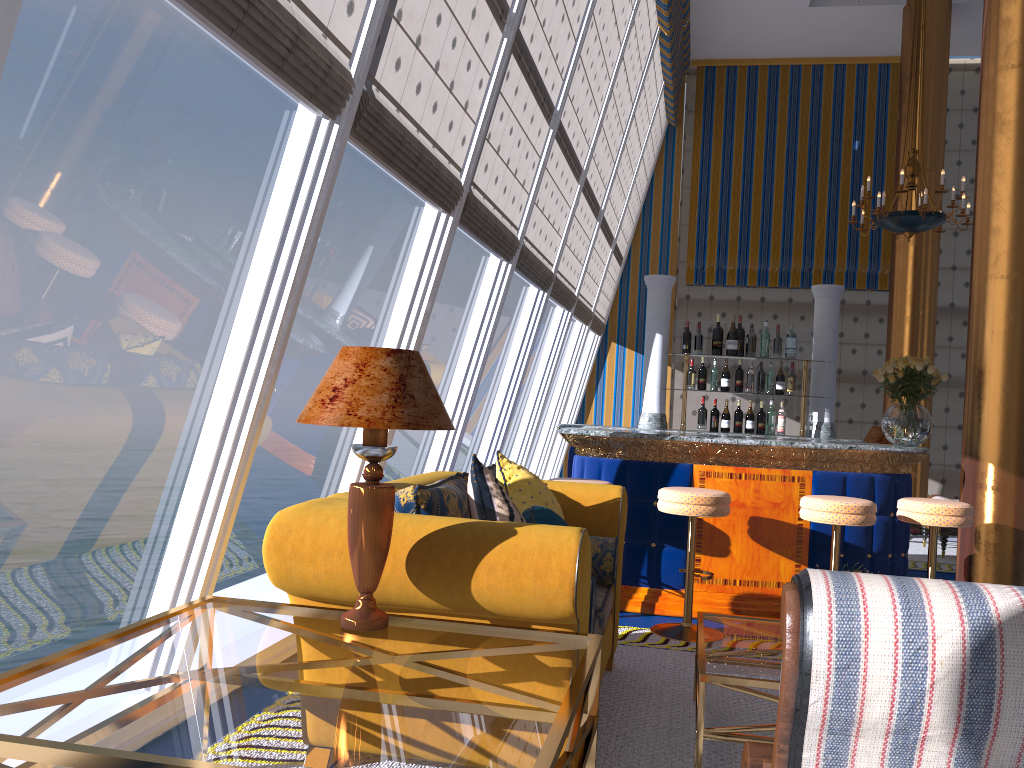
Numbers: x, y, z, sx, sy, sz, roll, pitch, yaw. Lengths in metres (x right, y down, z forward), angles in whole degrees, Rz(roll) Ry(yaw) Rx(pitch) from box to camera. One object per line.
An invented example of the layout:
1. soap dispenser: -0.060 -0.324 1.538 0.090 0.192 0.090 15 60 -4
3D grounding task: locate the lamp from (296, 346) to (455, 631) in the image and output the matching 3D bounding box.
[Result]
1. lamp: -0.394 0.293 2.516 0.442 0.783 0.450 3 -1 26

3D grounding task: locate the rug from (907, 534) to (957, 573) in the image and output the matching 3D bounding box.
1. rug: 3.365 1.568 9.117 6.233 0.011 3.608 3 -1 10

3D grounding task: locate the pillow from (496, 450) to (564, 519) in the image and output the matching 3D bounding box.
1. pillow: 0.078 0.584 3.785 0.326 0.583 0.582 3 -1 31

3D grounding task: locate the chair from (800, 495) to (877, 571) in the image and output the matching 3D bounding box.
1. chair: 1.739 1.003 4.783 0.402 0.782 0.394 3 -1 -30

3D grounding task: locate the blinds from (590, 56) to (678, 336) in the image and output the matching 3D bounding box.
1. blinds: 1.572 -2.332 11.232 0.871 3.394 1.371 3 -1 11

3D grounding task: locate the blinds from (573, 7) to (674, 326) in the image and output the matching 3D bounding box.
1. blinds: 1.274 -2.377 9.772 0.871 3.394 1.371 3 -1 11

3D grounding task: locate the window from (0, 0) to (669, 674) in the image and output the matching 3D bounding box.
1. window: -0.128 -1.642 4.619 1.612 5.855 15.529 3 -1 12

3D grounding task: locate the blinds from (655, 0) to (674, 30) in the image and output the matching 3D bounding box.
1. blinds: 1.420 -3.933 8.059 0.337 0.830 1.530 3 -1 12

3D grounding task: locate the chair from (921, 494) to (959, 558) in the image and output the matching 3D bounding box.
1. chair: 4.271 1.099 8.177 0.781 0.966 0.797 3 -1 11

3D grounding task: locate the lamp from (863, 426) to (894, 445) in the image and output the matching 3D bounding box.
1. lamp: 3.891 0.838 9.337 0.447 0.783 0.445 3 -1 -4

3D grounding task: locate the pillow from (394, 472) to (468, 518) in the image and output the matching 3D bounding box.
1. pillow: -0.291 0.611 3.231 0.245 0.549 0.610 3 -1 9

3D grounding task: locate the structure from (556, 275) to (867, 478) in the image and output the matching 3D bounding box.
1. structure: 1.483 0.322 6.606 2.310 2.196 0.770 3 -1 2

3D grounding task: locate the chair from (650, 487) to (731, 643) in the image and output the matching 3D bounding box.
1. chair: 0.972 0.963 4.828 0.402 0.782 0.394 4 -1 -41

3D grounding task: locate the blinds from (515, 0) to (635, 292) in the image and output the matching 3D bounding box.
1. blinds: 0.669 -2.468 6.807 0.871 3.394 1.371 3 -1 11

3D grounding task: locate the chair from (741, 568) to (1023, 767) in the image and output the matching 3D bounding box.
1. chair: 0.816 0.782 1.520 0.790 0.966 0.787 3 -1 11

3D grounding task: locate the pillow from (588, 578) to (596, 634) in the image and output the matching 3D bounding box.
1. pillow: 0.090 0.742 2.956 0.371 0.219 0.175 3 -1 10

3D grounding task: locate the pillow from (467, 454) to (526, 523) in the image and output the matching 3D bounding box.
1. pillow: -0.033 0.572 3.252 0.280 0.619 0.693 3 -1 9

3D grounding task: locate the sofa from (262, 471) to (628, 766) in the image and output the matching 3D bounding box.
1. sofa: -0.121 0.839 3.509 0.997 0.854 1.853 3 -1 11

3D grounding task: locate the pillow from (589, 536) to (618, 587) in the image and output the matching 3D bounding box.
1. pillow: 0.282 0.772 3.935 0.371 0.219 0.216 3 -1 10

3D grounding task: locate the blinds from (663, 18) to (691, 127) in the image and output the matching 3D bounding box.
1. blinds: 2.038 -3.840 11.091 0.337 0.830 1.530 3 -1 12

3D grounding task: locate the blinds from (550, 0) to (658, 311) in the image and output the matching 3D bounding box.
1. blinds: 0.964 -2.423 8.254 0.871 3.394 1.371 3 -1 11

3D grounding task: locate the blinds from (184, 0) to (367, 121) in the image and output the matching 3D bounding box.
1. blinds: -0.238 -2.604 2.360 0.871 3.394 1.371 3 -1 11

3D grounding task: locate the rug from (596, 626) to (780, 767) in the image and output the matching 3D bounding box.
1. rug: 0.560 1.272 1.729 3.578 0.010 6.282 3 -1 11

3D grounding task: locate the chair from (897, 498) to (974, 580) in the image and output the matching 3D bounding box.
1. chair: 2.344 1.039 4.954 0.401 0.782 0.395 3 -1 -18

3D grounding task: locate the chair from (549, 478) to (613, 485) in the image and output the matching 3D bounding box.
1. chair: 0.365 0.935 5.040 0.402 0.782 0.394 4 -1 -41

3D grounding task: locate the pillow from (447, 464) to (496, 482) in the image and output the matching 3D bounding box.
1. pillow: -0.169 0.631 3.827 0.245 0.546 0.613 3 -1 9

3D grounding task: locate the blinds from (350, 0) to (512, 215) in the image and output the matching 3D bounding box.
1. blinds: 0.061 -2.559 3.827 0.871 3.394 1.371 3 -1 11

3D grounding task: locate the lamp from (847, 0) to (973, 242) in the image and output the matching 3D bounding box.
1. lamp: 3.790 -2.538 8.338 1.064 2.421 1.054 3 -1 -12

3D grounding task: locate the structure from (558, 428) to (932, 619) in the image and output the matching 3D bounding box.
1. structure: 1.409 0.863 5.513 2.311 1.065 0.769 3 -1 0

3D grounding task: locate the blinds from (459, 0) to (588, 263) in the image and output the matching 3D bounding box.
1. blinds: 0.362 -2.514 5.301 0.871 3.394 1.371 3 -1 11

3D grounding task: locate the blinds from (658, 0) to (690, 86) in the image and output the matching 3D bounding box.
1. blinds: 1.728 -3.887 9.573 0.337 0.830 1.530 3 -1 12

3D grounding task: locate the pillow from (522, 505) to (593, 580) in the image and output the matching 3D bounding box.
1. pillow: 0.174 0.679 3.435 0.317 0.404 0.477 3 -1 24

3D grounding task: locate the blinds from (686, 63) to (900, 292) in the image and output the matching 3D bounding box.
1. blinds: 3.677 -2.719 11.501 2.650 2.990 0.152 3 -1 10
